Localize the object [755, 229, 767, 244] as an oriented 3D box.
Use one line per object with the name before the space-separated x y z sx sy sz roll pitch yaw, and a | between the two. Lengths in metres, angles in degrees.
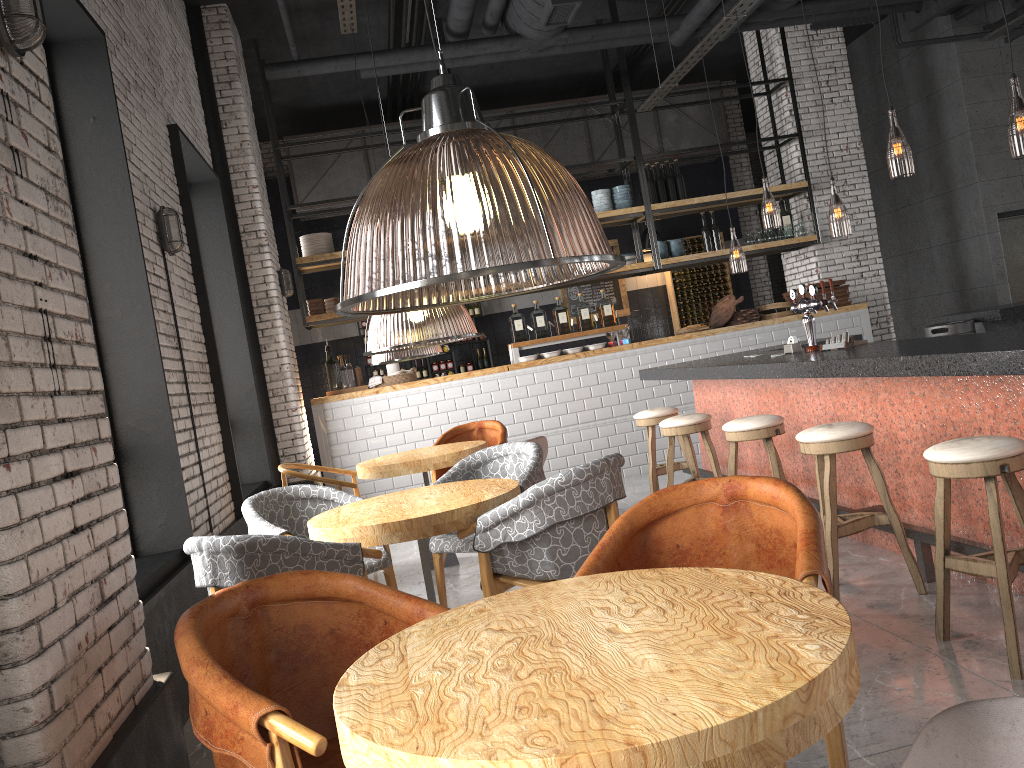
object | 2.764 -1.643 9.867 0.118 0.181 0.118 -9 1 41

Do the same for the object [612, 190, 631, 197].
object | 1.216 -2.064 9.773 0.218 0.092 0.219 -9 1 32

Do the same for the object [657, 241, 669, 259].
object | 1.667 -1.475 9.847 0.198 0.230 0.166 -10 1 -2

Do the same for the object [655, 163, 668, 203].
object | 1.632 -2.192 9.736 0.098 0.458 0.098 -10 0 14

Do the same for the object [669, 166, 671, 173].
object | 1.807 -2.230 10.035 0.098 0.458 0.098 -10 0 -31

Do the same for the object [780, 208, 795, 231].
object | 3.120 -1.820 10.117 0.157 0.405 0.105 -10 0 -4

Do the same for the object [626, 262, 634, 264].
object | 1.245 -1.314 9.784 0.263 0.038 0.263 -10 1 7

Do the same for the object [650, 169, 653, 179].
object | 1.593 -2.192 10.003 0.098 0.458 0.098 -10 0 14

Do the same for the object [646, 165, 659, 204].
object | 1.527 -2.173 9.720 0.098 0.458 0.098 -10 0 14

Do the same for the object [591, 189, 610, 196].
object | 0.981 -2.097 9.760 0.210 0.074 0.210 -10 1 -4

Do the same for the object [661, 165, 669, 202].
object | 1.721 -2.211 9.886 0.098 0.458 0.098 -10 0 -31

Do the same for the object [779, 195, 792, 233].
object | 3.107 -1.895 10.112 0.140 0.550 0.096 -10 0 -4

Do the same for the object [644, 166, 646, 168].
object | 1.468 -2.396 9.853 0.046 0.031 0.046 -11 1 -31

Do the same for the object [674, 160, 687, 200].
object | 1.846 -2.230 9.768 0.098 0.458 0.098 -10 0 -31

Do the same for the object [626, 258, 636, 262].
object | 1.239 -1.343 9.785 0.265 0.038 0.265 -10 1 14

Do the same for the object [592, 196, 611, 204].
object | 0.990 -2.011 9.760 0.210 0.078 0.210 -10 1 14

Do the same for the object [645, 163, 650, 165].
object | 1.488 -2.396 9.719 0.046 0.031 0.046 -11 1 -31

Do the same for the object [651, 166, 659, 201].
object | 1.612 -2.192 9.870 0.098 0.458 0.098 -10 0 14

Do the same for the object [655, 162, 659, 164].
object | 1.593 -2.415 9.735 0.046 0.031 0.046 -11 1 -31

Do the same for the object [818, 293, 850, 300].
object | 3.322 -0.907 9.648 0.405 0.044 0.635 -10 1 -12

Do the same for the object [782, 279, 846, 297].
object | 3.258 -1.030 9.578 0.406 0.094 0.636 -10 1 -11

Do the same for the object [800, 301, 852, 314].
object | 3.338 -0.820 9.649 0.405 0.044 0.635 -10 1 -13

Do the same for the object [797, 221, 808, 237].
object | 3.243 -1.727 9.908 0.118 0.181 0.118 -10 1 16

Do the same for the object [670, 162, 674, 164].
object | 1.788 -2.453 9.901 0.046 0.031 0.046 -10 1 -16

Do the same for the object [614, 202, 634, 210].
object | 1.241 -1.937 9.771 0.219 0.085 0.218 -11 2 -39

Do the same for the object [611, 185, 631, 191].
object | 1.209 -2.127 9.775 0.218 0.091 0.218 -10 1 9

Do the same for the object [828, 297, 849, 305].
object | 3.330 -0.864 9.649 0.405 0.044 0.636 -10 1 -6

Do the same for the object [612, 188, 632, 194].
object | 1.220 -2.097 9.773 0.218 0.096 0.218 -10 1 -25

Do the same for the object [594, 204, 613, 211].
object | 1.007 -1.925 9.762 0.210 0.069 0.209 -11 2 -43

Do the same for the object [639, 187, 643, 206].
object | 1.487 -2.180 9.988 0.098 0.471 0.098 -10 0 14

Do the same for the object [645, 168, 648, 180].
object | 1.507 -2.173 9.854 0.098 0.458 0.098 -10 0 14

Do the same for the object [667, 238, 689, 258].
object | 1.842 -1.506 9.861 0.166 0.230 0.198 -10 1 -38

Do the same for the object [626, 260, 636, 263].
object | 1.242 -1.325 9.784 0.263 0.037 0.263 -11 2 -35

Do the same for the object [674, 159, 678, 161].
object | 1.807 -2.453 9.767 0.046 0.031 0.046 -10 1 -16

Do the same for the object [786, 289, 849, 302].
object | 3.315 -0.951 9.648 0.405 0.044 0.635 -10 1 -8

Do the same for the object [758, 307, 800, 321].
object | 2.887 -0.767 9.593 0.436 0.097 0.437 -9 1 16

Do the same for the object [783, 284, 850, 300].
object | 3.307 -0.994 9.648 0.405 0.044 0.635 -10 1 -15

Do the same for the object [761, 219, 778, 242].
object | 2.926 -1.860 10.074 0.157 0.554 0.105 -10 0 -4

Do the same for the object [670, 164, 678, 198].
object | 1.826 -2.230 9.902 0.098 0.458 0.098 -10 0 -31

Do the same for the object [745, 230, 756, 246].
object | 2.642 -1.622 9.867 0.118 0.181 0.118 -10 1 -45

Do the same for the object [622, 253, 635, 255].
object | 1.228 -1.406 9.784 0.265 0.037 0.265 -10 1 -13

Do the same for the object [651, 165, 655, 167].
object | 1.573 -2.415 9.868 0.046 0.031 0.046 -11 1 -31

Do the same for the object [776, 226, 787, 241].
object | 3.001 -1.685 9.906 0.118 0.181 0.118 -10 1 -32

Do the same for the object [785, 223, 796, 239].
object | 3.116 -1.706 9.942 0.118 0.181 0.118 -10 1 -25

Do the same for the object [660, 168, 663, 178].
object | 1.702 -2.211 10.020 0.098 0.458 0.098 -10 0 -31

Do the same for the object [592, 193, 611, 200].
object | 0.986 -2.054 9.759 0.210 0.076 0.209 -11 2 -34

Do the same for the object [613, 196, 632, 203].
object | 1.227 -2.000 9.769 0.218 0.092 0.218 -10 1 -18

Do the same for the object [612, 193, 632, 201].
object | 1.221 -2.032 9.773 0.218 0.092 0.219 -9 1 28

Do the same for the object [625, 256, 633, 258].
object | 1.234 -1.378 9.785 0.264 0.029 0.263 -11 2 -32

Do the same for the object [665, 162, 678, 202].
object | 1.741 -2.211 9.752 0.098 0.458 0.098 -10 0 -31

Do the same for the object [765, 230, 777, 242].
object | 2.885 -1.664 9.875 0.118 0.181 0.118 -10 1 25

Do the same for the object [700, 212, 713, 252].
object | 2.175 -1.688 9.944 0.098 0.471 0.098 -10 0 -20

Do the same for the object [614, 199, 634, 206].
object | 1.240 -1.970 9.773 0.218 0.093 0.218 -10 1 -25

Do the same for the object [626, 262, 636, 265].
object | 1.247 -1.302 9.785 0.263 0.026 0.264 -9 2 27

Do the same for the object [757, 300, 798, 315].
object | 2.878 -0.834 9.596 0.436 0.154 0.440 -9 2 39

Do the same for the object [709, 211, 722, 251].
object | 2.280 -1.707 9.960 0.098 0.471 0.098 -10 0 -1

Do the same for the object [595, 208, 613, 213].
object | 1.016 -1.883 9.763 0.210 0.065 0.210 -10 1 10

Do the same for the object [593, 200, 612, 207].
object | 1.002 -1.969 9.766 0.210 0.074 0.209 -11 2 -34
